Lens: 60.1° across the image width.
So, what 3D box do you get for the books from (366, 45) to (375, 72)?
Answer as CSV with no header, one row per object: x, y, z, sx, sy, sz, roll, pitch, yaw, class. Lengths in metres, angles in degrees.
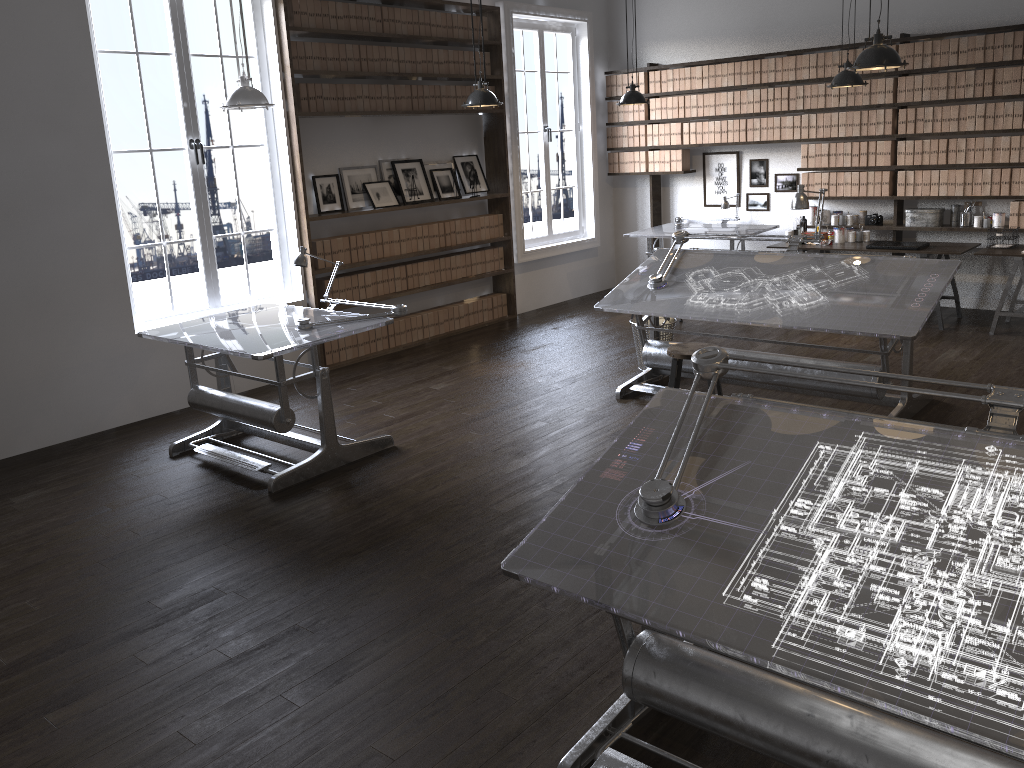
-1.242,-2.712,7.423,0.175,0.223,0.067,8,17,40,books

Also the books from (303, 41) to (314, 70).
-1.646,-2.561,6.954,0.175,0.223,0.067,8,17,40,books

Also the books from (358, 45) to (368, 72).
-1.286,-2.694,7.365,0.175,0.223,0.067,8,17,40,books

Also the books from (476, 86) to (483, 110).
-0.373,-2.723,8.452,0.175,0.223,0.067,8,17,40,books

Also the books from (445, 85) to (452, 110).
-0.646,-2.624,8.148,0.175,0.223,0.067,8,17,40,books

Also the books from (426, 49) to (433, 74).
-0.796,-2.876,7.930,0.175,0.223,0.067,8,17,40,books

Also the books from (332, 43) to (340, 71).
-1.475,-2.626,7.156,0.175,0.223,0.067,8,17,40,books

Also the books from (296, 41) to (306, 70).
-1.694,-2.545,6.905,0.175,0.223,0.067,8,17,40,books

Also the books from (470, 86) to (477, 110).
-0.422,-2.706,8.401,0.175,0.223,0.067,8,17,40,books

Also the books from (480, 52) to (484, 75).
-0.344,-3.043,8.448,0.175,0.223,0.067,8,17,40,books

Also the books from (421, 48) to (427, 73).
-0.842,-2.860,7.880,0.175,0.223,0.067,8,17,40,books

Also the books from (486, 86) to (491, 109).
-0.292,-2.754,8.551,0.175,0.223,0.067,8,17,40,books

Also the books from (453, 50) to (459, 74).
-0.577,-2.957,8.181,0.175,0.223,0.067,8,17,40,books

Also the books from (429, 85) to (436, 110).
-0.779,-2.575,7.997,0.175,0.223,0.067,8,17,40,books

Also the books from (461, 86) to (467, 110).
-0.514,-2.673,8.299,0.175,0.223,0.067,8,17,40,books

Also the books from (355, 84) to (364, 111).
-1.324,-2.373,7.371,0.175,0.223,0.067,8,17,40,books

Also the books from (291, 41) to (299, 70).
-1.741,-2.528,6.854,0.175,0.223,0.067,8,17,40,books

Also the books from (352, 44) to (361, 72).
-1.338,-2.676,7.313,0.175,0.223,0.067,8,17,40,books

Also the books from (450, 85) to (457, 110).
-0.604,-2.639,8.193,0.175,0.223,0.067,8,17,40,books

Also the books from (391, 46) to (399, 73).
-1.063,-2.777,7.622,0.175,0.223,0.067,8,17,40,books

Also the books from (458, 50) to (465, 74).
-0.531,-2.974,8.234,0.175,0.223,0.067,8,17,40,books

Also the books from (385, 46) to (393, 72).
-1.107,-2.759,7.567,0.175,0.223,0.067,8,17,40,books

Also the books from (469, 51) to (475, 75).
-0.440,-3.008,8.339,0.175,0.223,0.067,8,17,40,books

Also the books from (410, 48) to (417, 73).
-0.929,-2.827,7.778,0.175,0.223,0.067,8,17,40,books

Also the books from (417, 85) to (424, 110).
-0.871,-2.542,7.893,0.175,0.223,0.067,8,17,40,books

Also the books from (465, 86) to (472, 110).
-0.470,-2.690,8.352,0.175,0.223,0.067,8,17,40,books

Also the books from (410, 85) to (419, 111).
-0.916,-2.523,7.834,0.175,0.223,0.067,8,17,40,books

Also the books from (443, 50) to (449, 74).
-0.663,-2.925,8.082,0.175,0.223,0.067,8,17,40,books

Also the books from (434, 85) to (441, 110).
-0.734,-2.592,8.050,0.175,0.223,0.067,8,17,40,books

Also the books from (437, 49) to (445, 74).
-0.702,-2.910,8.034,0.175,0.223,0.067,8,17,40,books

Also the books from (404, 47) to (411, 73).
-0.968,-2.811,7.731,0.175,0.223,0.067,8,17,40,books

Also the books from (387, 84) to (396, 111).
-1.092,-2.457,7.631,0.175,0.223,0.067,8,17,40,books

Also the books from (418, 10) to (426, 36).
-0.853,-3.168,7.815,0.175,0.223,0.067,8,17,40,books

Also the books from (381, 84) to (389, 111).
-1.142,-2.440,7.579,0.175,0.223,0.067,8,17,40,books

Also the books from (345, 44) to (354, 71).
-1.381,-2.659,7.257,0.175,0.223,0.067,8,17,40,books

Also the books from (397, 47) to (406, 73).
-1.013,-2.794,7.676,0.175,0.223,0.067,8,17,40,books

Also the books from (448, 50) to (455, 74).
-0.616,-2.940,8.128,0.175,0.223,0.067,8,17,40,books

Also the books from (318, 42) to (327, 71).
-1.561,-2.594,7.056,0.175,0.223,0.067,8,17,40,books

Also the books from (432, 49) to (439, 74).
-0.747,-2.892,7.980,0.175,0.223,0.067,8,17,40,books

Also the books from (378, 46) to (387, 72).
-1.154,-2.742,7.513,0.175,0.223,0.067,8,17,40,books

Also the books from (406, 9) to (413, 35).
-0.948,-3.134,7.711,0.175,0.223,0.067,8,17,40,books

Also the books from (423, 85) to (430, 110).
-0.822,-2.558,7.942,0.175,0.223,0.067,8,17,40,books

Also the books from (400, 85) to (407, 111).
-1.008,-2.490,7.733,0.175,0.223,0.067,8,17,40,books

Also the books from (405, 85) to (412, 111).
-0.968,-2.506,7.783,0.175,0.223,0.067,8,17,40,books

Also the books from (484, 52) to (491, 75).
-0.293,-3.061,8.503,0.175,0.223,0.067,8,17,40,books

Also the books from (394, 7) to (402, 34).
-1.035,-3.099,7.601,0.175,0.223,0.067,8,17,40,books

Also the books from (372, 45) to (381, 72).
-1.198,-2.727,7.470,0.175,0.223,0.067,8,17,40,books

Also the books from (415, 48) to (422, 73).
-0.882,-2.842,7.824,0.175,0.223,0.067,8,17,40,books

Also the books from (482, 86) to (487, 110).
-0.330,-2.738,8.501,0.175,0.223,0.067,8,17,40,books

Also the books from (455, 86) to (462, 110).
-0.556,-2.656,8.245,0.175,0.223,0.067,8,17,40,books

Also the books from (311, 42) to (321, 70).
-1.600,-2.578,7.009,0.175,0.223,0.067,8,17,40,books

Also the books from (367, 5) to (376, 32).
-1.221,-3.031,7.392,0.175,0.223,0.067,8,17,40,books

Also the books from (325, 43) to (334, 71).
-1.514,-2.609,7.102,0.175,0.223,0.067,8,17,40,books

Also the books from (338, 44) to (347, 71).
-1.429,-2.642,7.208,0.175,0.223,0.067,8,17,40,books

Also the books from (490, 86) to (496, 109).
-0.248,-2.771,8.603,0.175,0.223,0.067,8,17,40,books

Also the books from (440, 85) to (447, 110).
-0.686,-2.607,8.095,0.175,0.223,0.067,8,17,40,books

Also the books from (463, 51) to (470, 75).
-0.482,-2.990,8.283,0.175,0.223,0.067,8,17,40,books

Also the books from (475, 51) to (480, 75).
-0.387,-3.025,8.390,0.175,0.223,0.067,8,17,40,books
